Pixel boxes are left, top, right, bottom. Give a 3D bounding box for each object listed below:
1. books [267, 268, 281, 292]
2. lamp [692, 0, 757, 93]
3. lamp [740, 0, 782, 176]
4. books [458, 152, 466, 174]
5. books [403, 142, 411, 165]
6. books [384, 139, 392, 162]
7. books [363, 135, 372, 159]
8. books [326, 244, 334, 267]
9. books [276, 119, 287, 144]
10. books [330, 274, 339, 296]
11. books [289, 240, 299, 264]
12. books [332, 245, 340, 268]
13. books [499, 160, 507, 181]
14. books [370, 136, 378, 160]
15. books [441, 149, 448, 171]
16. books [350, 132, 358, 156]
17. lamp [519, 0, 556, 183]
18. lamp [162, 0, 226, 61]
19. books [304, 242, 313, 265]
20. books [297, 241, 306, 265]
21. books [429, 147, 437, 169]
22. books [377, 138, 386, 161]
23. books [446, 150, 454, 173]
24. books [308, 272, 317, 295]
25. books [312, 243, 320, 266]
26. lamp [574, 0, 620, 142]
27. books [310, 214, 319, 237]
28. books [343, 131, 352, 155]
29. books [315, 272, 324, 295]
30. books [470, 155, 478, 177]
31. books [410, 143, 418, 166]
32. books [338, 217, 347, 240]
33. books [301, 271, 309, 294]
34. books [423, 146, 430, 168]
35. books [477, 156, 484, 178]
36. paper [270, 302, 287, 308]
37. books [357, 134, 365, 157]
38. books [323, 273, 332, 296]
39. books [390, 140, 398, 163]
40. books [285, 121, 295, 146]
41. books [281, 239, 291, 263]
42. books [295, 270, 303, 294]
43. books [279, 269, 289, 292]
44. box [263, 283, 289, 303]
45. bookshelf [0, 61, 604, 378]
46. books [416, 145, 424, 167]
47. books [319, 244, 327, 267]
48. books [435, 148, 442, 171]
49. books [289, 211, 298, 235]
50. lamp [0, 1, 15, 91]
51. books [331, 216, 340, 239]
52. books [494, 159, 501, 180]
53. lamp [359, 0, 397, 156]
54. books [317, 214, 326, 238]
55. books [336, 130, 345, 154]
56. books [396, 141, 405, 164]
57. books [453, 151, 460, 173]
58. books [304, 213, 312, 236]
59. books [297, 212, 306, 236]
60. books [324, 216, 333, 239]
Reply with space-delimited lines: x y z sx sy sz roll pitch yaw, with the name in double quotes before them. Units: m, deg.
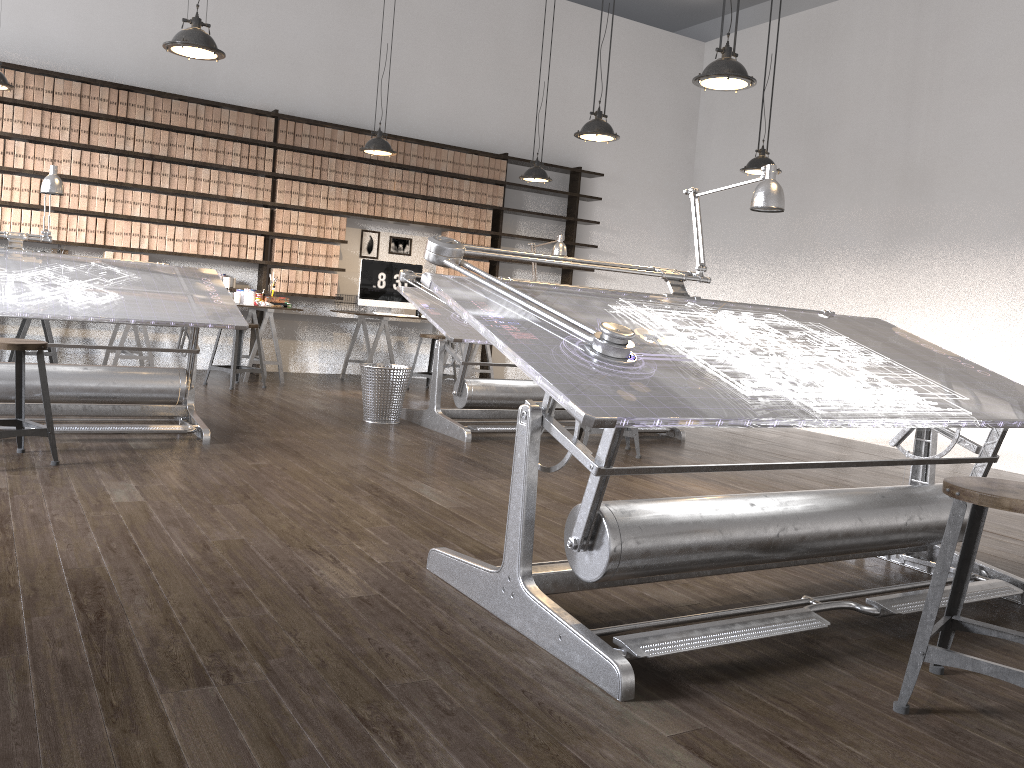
"books" -2.244 -0.978 8.358 0.066 0.225 0.175 3 3 -31
"lamp" 1.138 -2.591 4.325 0.310 2.261 0.313 5 2 -7
"lamp" 1.992 -2.734 6.724 0.313 2.248 0.310 6 3 38
"books" -0.559 -2.297 9.266 0.066 0.225 0.175 3 3 -31
"books" -1.090 -2.314 8.943 0.066 0.225 0.175 3 3 -31
"books" -1.273 -2.319 8.830 0.066 0.225 0.175 3 3 -31
"books" -1.450 -2.324 8.722 0.066 0.225 0.175 3 3 -31
"books" -1.799 -1.241 8.605 0.066 0.225 0.175 3 3 -31
"books" -2.170 -2.347 8.290 0.066 0.225 0.175 3 3 -31
"books" -1.764 -0.963 8.652 0.066 0.225 0.175 3 3 -31
"books" -2.097 -1.250 8.427 0.066 0.225 0.175 3 3 -31
"books" -1.745 -1.239 8.636 0.066 0.225 0.175 3 3 -31
"books" -0.137 -2.284 9.517 0.066 0.225 0.175 3 3 -31
"books" -1.386 -2.322 8.756 0.066 0.225 0.175 3 3 -31
"books" -0.738 -2.302 9.152 0.066 0.225 0.175 3 3 -31
"books" -1.570 -2.328 8.651 0.066 0.225 0.175 3 3 -31
"lamp" 0.311 -2.995 8.105 0.310 2.248 0.313 5 2 -7
"lamp" -1.561 -2.844 4.573 0.310 2.248 0.313 4 2 -11
"books" -1.975 -1.246 8.500 0.066 0.225 0.175 3 3 -31
"books" -2.034 -1.248 8.460 0.066 0.225 0.175 3 3 -31
"books" -0.848 -2.305 9.083 0.067 0.225 0.175 3 3 -31
"books" -1.324 -2.320 8.794 0.067 0.225 0.175 3 3 -31
"books" -0.676 -2.300 9.188 0.067 0.225 0.175 3 3 -31
"books" -1.946 -0.969 8.535 0.067 0.225 0.175 3 3 -31
"books" -1.915 -1.244 8.537 0.066 0.225 0.175 3 3 -31
"lamp" 0.664 -2.776 5.920 0.310 2.248 0.313 5 2 -7
"books" -1.920 -1.518 8.503 0.067 0.225 0.175 3 3 -31
"books" -1.628 -2.330 8.612 0.067 0.225 0.175 3 3 -31
"books" -1.885 -0.967 8.579 0.066 0.225 0.175 3 3 -31
"books" -0.434 -2.293 9.333 0.066 0.225 0.175 3 3 -31
"books" -1.027 -2.311 8.976 0.066 0.225 0.175 3 3 -31
"books" -1.684 -1.511 8.654 0.066 0.225 0.175 3 3 -31
"books" -2.012 -0.971 8.502 0.066 0.225 0.175 3 3 -31
"books" -0.908 -2.308 9.053 0.066 0.225 0.175 3 3 -31
"books" -0.372 -2.291 9.370 0.067 0.225 0.175 3 3 -31
"paper" -2.100 -0.713 7.968 0.155 0.038 0.138 3 5 -16
"books" -1.511 -2.327 8.689 0.066 0.225 0.175 3 3 -31
"books" -1.822 -0.965 8.612 0.066 0.225 0.175 3 3 -31
"books" -1.218 -2.318 8.866 0.066 0.225 0.175 3 3 -31
"books" -2.104 -2.345 8.323 0.067 0.225 0.175 3 3 -31
"books" -2.158 -1.252 8.384 0.067 0.225 0.175 3 3 -31
"books" -2.067 -0.973 8.466 0.066 0.225 0.175 3 3 -31
"books" -2.181 -0.976 8.392 0.066 0.225 0.175 3 3 -31
"box" -2.158 -0.818 8.105 0.211 0.207 0.138 3 4 -31
"bookshelf" -3.092 -0.993 7.946 9.166 3.201 0.375 2 3 -31
"books" -0.969 -2.310 9.016 0.066 0.225 0.175 3 3 -31
"books" -1.854 -1.242 8.567 0.067 0.225 0.175 3 3 -31
"books" -0.793 -2.304 9.121 0.066 0.225 0.175 3 3 -31
"books" -2.094 -1.524 8.400 0.067 0.225 0.175 3 3 -31
"lamp" -3.397 -3.110 5.861 0.313 2.248 0.310 6 3 38
"books" -1.743 -1.513 8.613 0.066 0.225 0.175 3 3 -31
"books" -0.198 -2.286 9.484 0.066 0.225 0.175 3 3 -31
"lamp" -1.017 -3.036 7.301 0.310 2.248 0.313 5 2 -7
"books" -1.866 -1.517 8.543 0.066 0.225 0.175 3 3 -31
"books" -1.691 -2.332 8.576 0.066 0.225 0.175 3 3 -31
"books" -1.152 -2.315 8.900 0.067 0.225 0.175 3 3 -31
"books" -0.618 -2.299 9.228 0.066 0.225 0.175 3 3 -31
"books" -1.980 -1.520 8.473 0.066 0.225 0.175 3 3 -31
"books" -2.033 -1.522 8.439 0.066 0.225 0.175 3 3 -31
"books" -1.805 -1.515 8.580 0.066 0.225 0.175 3 3 -31
